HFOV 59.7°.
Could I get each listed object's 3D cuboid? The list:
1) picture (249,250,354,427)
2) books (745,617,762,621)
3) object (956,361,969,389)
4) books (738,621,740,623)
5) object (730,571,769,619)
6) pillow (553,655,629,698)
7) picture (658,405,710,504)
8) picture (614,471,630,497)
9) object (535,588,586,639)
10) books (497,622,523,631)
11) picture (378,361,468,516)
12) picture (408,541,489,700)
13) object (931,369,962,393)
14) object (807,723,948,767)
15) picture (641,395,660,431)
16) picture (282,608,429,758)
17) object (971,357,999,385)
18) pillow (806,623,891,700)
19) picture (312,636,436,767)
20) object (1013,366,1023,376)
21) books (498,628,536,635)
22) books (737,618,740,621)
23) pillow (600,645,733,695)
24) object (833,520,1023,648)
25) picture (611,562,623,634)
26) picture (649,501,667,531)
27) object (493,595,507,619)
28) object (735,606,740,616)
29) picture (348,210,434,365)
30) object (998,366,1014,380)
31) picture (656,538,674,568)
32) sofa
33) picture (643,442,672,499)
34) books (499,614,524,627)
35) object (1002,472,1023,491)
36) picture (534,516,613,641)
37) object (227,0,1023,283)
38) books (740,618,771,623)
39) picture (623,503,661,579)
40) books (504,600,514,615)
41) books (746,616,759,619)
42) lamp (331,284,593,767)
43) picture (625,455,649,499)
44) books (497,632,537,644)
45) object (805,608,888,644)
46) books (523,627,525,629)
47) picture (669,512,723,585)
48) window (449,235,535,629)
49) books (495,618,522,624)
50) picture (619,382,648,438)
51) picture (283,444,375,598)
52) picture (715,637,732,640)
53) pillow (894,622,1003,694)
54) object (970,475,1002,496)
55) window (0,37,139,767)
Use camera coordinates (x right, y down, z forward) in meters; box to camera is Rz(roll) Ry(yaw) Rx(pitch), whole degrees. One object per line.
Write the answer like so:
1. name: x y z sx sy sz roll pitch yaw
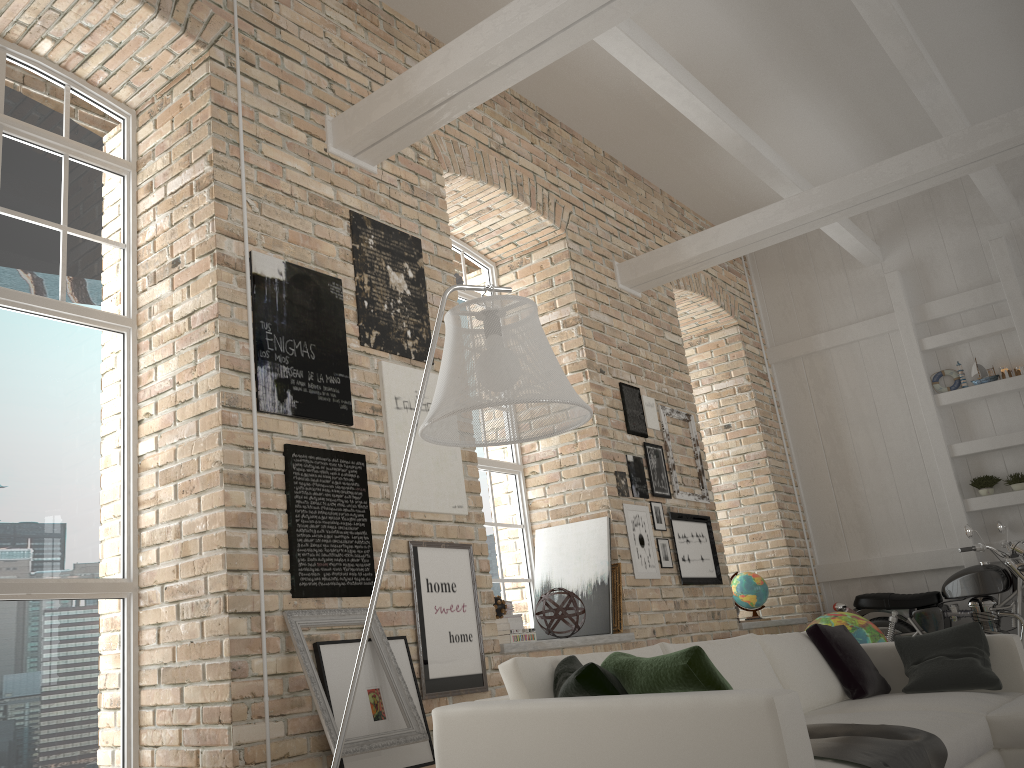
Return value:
1. picture: -1.010 -0.208 4.282 0.039 0.790 0.552 -20 -21 35
2. books: 2.022 1.965 7.454 0.140 0.014 0.101 -11 -17 19
3. object: 4.082 -0.082 8.091 0.066 0.269 0.068 -5 -17 -8
4. books: 1.757 1.998 7.425 0.215 0.025 0.239 -18 -21 37
5. object: 2.165 1.928 8.091 0.350 0.467 0.307 -22 -22 41
6. pillow: 0.293 1.014 2.726 0.310 0.367 0.414 -5 -17 -7
7. picture: 1.371 0.567 7.108 0.027 0.753 0.564 -20 -21 35
8. picture: 0.770 0.700 6.241 0.009 0.179 0.125 -23 -23 40
9. object: 0.297 1.421 5.529 0.324 0.309 0.287 -15 -19 27
10. books: -0.063 1.384 5.064 0.204 0.041 0.192 -12 -18 23
11. picture: -0.471 0.297 4.751 0.039 0.789 0.551 -20 -21 35
12. picture: -0.321 1.182 4.521 0.013 0.760 0.485 -20 -21 35
13. object: 3.990 -0.025 8.188 0.247 0.230 0.066 -16 -19 28
14. object: 0.937 1.370 2.867 0.823 0.466 0.837 -17 -20 34
15. picture: 1.071 0.223 6.886 0.013 0.260 0.181 -20 -21 35
16. picture: -0.661 1.242 3.787 0.301 0.585 0.508 -20 -21 35
17. object: 4.199 -0.127 7.962 0.060 0.262 0.248 6 -21 -37
18. pillow: 1.725 1.415 4.564 0.257 0.392 0.398 -20 -21 36
19. picture: -0.597 1.409 3.916 0.156 0.572 0.538 -20 -21 35
20. object: 4.451 -0.106 7.793 0.106 0.088 0.107 -3 -17 -11
21. books: -0.030 1.414 5.069 0.232 0.024 0.254 -16 -19 33
22. books: 1.750 1.975 7.436 0.216 0.030 0.238 -17 -20 35
23. pillow: 0.502 0.922 2.531 0.289 0.345 0.436 2 -19 -27
24. object: 3.810 1.857 7.513 2.298 1.335 0.763 -17 -19 32
25. picture: 0.573 1.432 5.893 0.384 0.463 0.162 -19 -21 35
26. picture: 1.068 0.967 6.516 0.012 0.214 0.164 -20 -21 35
27. object: -0.101 1.292 5.150 0.135 0.138 0.149 1 -18 -24
28. object: 1.760 1.921 7.491 0.092 0.090 0.487 -2 -17 -13
29. picture: -0.669 -0.522 4.923 0.039 0.788 0.550 -20 -21 35
30. object: 4.356 -0.091 7.871 0.099 0.120 0.114 5 -20 -33
31. picture: 1.103 1.223 6.437 0.012 0.214 0.164 -20 -21 35
32. sofa: 1.606 1.264 3.176 2.307 0.846 3.063 -18 -20 36
33. picture: 1.094 0.650 6.692 0.011 0.412 0.273 -20 -21 35
34. books: -0.121 1.472 5.481 0.336 0.088 0.223 -16 -19 32
35. object: 4.357 0.841 7.667 0.236 0.159 0.217 -15 -19 28
36. picture: 0.407 1.317 6.016 0.624 0.768 0.229 -19 -21 36
37. object: 3.908 -1.305 2.317 12.591 4.823 9.469 -18 -20 36
38. books: 2.034 1.981 7.452 0.187 0.022 0.213 -18 -20 36
39. picture: 0.909 1.100 6.226 0.014 0.517 0.342 -20 -21 35
40. books: -0.132 1.388 5.495 0.238 0.085 0.291 -11 -17 17
41. books: 2.011 1.954 7.460 0.105 0.013 0.128 -9 -17 12
42. lamp: -0.213 0.579 2.098 0.968 1.785 0.464 -2 -18 -16
43. picture: 0.907 0.671 6.440 0.015 0.308 0.215 -20 -21 35
44. books: -0.027 1.448 5.056 0.232 0.049 0.259 -16 -20 33
45. object: 2.656 2.248 7.033 0.676 0.929 0.631 -11 -17 12
46. books: -0.109 1.550 5.455 0.337 0.088 0.222 -20 -22 40
47. picture: 1.400 1.261 6.807 0.033 0.538 0.667 -20 -21 35
48. window: 4.187 -1.203 2.592 12.147 3.003 1.337 -18 -20 37
49. books: -0.063 1.351 5.078 0.185 0.030 0.174 -13 -18 26
50. picture: 0.911 0.197 6.674 0.020 0.396 0.276 -20 -21 35
51. picture: -0.848 0.637 4.111 0.068 0.684 0.477 -20 -21 35
52. picture: 1.785 2.271 6.651 0.236 0.752 0.473 -20 -21 35
53. pillow: 2.105 1.334 4.345 0.439 0.307 0.321 -15 -19 27
54. object: 4.155 0.887 7.801 0.235 0.181 0.246 -8 -17 8
55. window: 2.350 -1.388 0.194 12.147 3.673 1.337 -18 -20 37
